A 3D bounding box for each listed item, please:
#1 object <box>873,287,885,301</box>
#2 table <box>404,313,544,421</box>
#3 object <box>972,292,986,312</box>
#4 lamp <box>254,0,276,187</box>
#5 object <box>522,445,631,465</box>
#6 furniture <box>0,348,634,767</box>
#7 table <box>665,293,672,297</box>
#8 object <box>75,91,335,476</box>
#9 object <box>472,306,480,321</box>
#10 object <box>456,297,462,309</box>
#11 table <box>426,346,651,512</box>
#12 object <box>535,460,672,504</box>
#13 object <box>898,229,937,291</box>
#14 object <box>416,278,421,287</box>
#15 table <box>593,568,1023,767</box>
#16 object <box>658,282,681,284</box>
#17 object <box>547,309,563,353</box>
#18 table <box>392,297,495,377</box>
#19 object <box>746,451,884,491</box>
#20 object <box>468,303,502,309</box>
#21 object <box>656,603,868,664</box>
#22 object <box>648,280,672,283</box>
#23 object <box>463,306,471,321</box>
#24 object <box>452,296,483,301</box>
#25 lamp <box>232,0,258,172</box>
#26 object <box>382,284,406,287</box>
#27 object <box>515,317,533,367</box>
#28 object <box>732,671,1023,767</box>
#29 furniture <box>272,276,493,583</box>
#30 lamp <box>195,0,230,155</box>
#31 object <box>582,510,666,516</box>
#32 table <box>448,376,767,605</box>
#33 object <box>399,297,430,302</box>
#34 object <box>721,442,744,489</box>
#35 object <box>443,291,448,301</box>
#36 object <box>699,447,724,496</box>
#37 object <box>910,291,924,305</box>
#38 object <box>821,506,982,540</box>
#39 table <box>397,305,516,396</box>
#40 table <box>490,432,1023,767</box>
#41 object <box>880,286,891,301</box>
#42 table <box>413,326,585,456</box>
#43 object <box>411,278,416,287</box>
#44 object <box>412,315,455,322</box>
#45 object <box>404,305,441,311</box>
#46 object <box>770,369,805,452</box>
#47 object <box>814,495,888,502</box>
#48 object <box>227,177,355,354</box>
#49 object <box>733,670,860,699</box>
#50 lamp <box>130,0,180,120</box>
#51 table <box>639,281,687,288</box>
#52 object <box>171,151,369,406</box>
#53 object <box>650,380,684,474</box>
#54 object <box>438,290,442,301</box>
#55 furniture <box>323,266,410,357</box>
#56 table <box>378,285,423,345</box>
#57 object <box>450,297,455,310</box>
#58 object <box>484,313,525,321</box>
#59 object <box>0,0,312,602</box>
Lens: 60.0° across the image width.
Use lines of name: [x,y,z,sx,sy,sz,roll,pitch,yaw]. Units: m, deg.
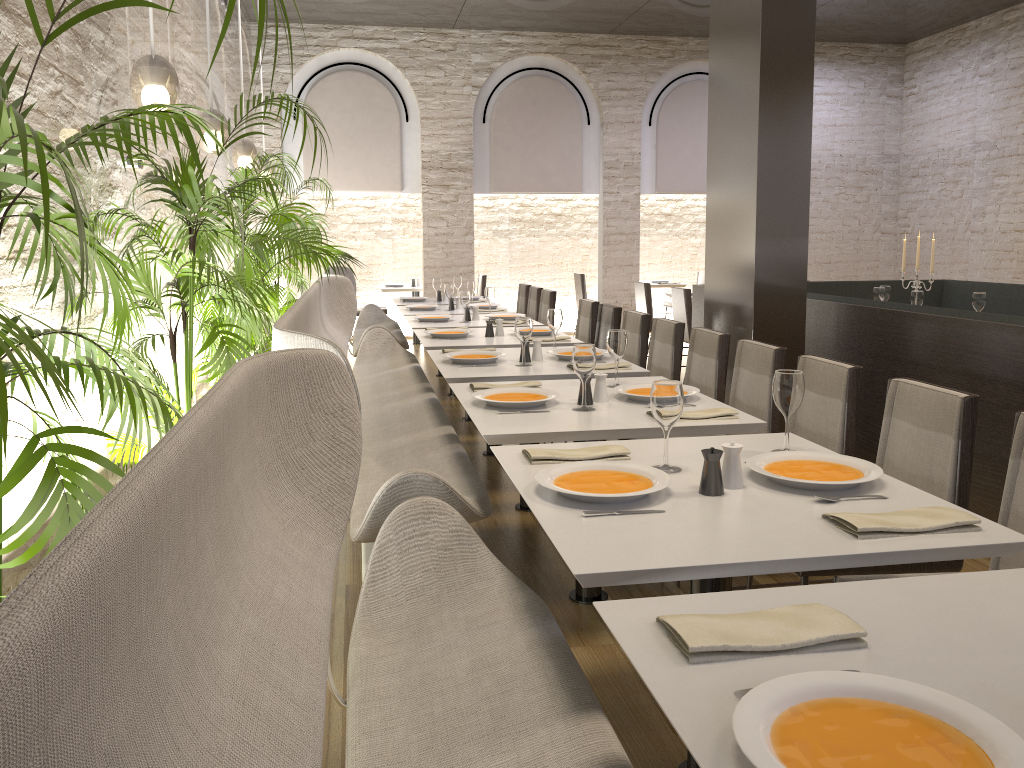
object: [2.716,-0.599,6.564,0.086,0.230,0.087,3,8,26]
table: [-0.315,-0.106,6.712,0.936,0.756,1.016,-2,8,-10]
object: [3.097,-0.491,5.882,0.086,0.230,0.087,3,8,26]
lamp: [-2.089,-2.676,7.367,0.178,2.031,0.178,-4,8,-31]
object: [0.174,0.191,2.443,0.273,0.033,0.143,-2,9,-10]
furniture: [0.071,0.777,0.195,0.709,1.091,4.499,-2,9,-10]
table: [2.261,-0.585,9.572,0.936,0.756,1.016,-2,8,-10]
object: [-1.346,-0.220,3.749,1.146,1.965,1.194,2,8,21]
object: [-0.272,-0.533,6.645,0.059,0.109,0.060,3,8,25]
object: [-0.463,-0.707,7.724,0.059,0.109,0.060,3,8,25]
table: [0.083,0.254,4.473,0.936,0.756,1.016,-2,8,-10]
object: [0.216,0.238,2.105,0.322,0.036,0.323,4,10,25]
object: [2.890,-0.776,6.321,0.131,0.653,0.392,0,7,1]
object: [-1.226,-1.335,11.635,0.059,0.109,0.060,-1,7,-8]
table: [0.683,0.797,1.091,0.936,0.756,1.016,-2,8,-10]
object: [2.105,-1.348,11.879,0.273,0.033,0.143,-2,9,-10]
object: [0.228,-0.282,4.701,0.086,0.230,0.086,4,8,32]
table: [-0.704,-0.459,8.906,0.936,0.756,1.016,-2,8,-10]
object: [0.746,0.220,2.195,0.322,0.036,0.323,4,10,25]
object: [-0.247,-0.679,7.787,0.322,0.036,0.323,4,10,27]
object: [0.371,0.369,1.335,0.273,0.033,0.143,-2,9,-10]
object: [2.044,-1.412,12.231,0.322,0.036,0.323,4,10,25]
object: [-0.333,-0.524,6.588,0.059,0.109,0.060,3,8,25]
object: [-0.445,-0.858,8.902,0.322,0.036,0.323,4,10,27]
lamp: [-1.848,-2.458,6.010,0.178,2.031,0.178,-4,8,-31]
object: [-1.539,-1.289,11.608,0.322,0.036,0.323,4,10,25]
object: [0.055,-0.202,4.214,0.086,0.230,0.086,4,8,32]
object: [0.413,0.416,0.997,0.322,0.036,0.323,-6,11,-31]
furniture: [-0.735,0.047,4.733,0.709,1.091,4.499,-2,9,-10]
lamp: [-1.602,-2.235,4.625,0.178,2.031,0.178,-4,8,-25]
object: [0.244,0.277,1.925,0.185,0.010,0.017,-2,9,-10]
table: [0.284,0.436,3.337,0.936,0.756,1.016,-2,8,-10]
object: [-0.975,-0.840,8.812,0.322,0.036,0.323,4,10,27]
object: [0.529,0.192,2.132,0.059,0.109,0.060,-1,7,-2]
object: [-0.661,-0.886,8.839,0.059,0.109,0.060,3,8,25]
object: [0.468,0.202,2.075,0.059,0.109,0.060,-1,7,-2]
object: [2.795,-0.527,6.120,0.086,0.230,0.087,3,8,26]
object: [0.807,0.284,1.844,0.273,0.033,0.143,-2,9,-10]
table: [-0.506,-0.279,7.791,0.936,0.756,1.016,-2,8,-10]
table: [0.486,0.619,2.199,0.936,0.756,1.016,-2,8,-10]
object: [2.848,-0.634,6.776,0.087,0.230,0.086,-6,9,-40]
table: [-0.121,0.070,5.618,0.936,0.756,1.016,-2,8,-10]
object: [-1.287,-1.325,11.579,0.059,0.109,0.060,-1,7,-8]
object: [-0.585,-0.487,6.618,0.322,0.036,0.323,4,10,27]
object: [-0.777,-0.661,7.697,0.322,0.036,0.323,4,10,27]
object: [0.763,0.079,2.451,0.086,0.230,0.086,4,8,32]
object: [0.773,0.257,2.016,0.181,0.015,0.038,-2,9,-8]
object: [-2.110,-0.924,8.127,1.146,1.965,1.193,-5,9,-29]
object: [0.378,0.396,1.170,0.181,0.015,0.038,-2,9,-8]
lamp: [-1.359,-2.015,3.253,0.178,2.031,0.178,1,7,11]
table: [1.785,-1.013,12.235,0.936,0.756,1.016,-2,8,-10]
object: [-1.697,-0.536,5.715,1.189,1.965,1.150,4,9,30]
object: [0.398,0.108,2.283,0.086,0.230,0.086,4,8,32]
object: [-0.722,-0.876,8.783,0.059,0.109,0.060,3,8,25]
furniture: [-1.373,-0.531,8.329,0.707,1.091,2.598,-2,9,-10]
table: [-1.269,-0.908,11.702,0.936,0.756,1.016,-2,8,-10]
object: [-0.525,-0.697,7.667,0.059,0.109,0.060,3,8,25]
object: [-0.056,-0.505,6.708,0.322,0.036,0.323,4,10,27]
object: [-0.980,0.112,1.684,1.146,1.965,1.194,2,8,21]
